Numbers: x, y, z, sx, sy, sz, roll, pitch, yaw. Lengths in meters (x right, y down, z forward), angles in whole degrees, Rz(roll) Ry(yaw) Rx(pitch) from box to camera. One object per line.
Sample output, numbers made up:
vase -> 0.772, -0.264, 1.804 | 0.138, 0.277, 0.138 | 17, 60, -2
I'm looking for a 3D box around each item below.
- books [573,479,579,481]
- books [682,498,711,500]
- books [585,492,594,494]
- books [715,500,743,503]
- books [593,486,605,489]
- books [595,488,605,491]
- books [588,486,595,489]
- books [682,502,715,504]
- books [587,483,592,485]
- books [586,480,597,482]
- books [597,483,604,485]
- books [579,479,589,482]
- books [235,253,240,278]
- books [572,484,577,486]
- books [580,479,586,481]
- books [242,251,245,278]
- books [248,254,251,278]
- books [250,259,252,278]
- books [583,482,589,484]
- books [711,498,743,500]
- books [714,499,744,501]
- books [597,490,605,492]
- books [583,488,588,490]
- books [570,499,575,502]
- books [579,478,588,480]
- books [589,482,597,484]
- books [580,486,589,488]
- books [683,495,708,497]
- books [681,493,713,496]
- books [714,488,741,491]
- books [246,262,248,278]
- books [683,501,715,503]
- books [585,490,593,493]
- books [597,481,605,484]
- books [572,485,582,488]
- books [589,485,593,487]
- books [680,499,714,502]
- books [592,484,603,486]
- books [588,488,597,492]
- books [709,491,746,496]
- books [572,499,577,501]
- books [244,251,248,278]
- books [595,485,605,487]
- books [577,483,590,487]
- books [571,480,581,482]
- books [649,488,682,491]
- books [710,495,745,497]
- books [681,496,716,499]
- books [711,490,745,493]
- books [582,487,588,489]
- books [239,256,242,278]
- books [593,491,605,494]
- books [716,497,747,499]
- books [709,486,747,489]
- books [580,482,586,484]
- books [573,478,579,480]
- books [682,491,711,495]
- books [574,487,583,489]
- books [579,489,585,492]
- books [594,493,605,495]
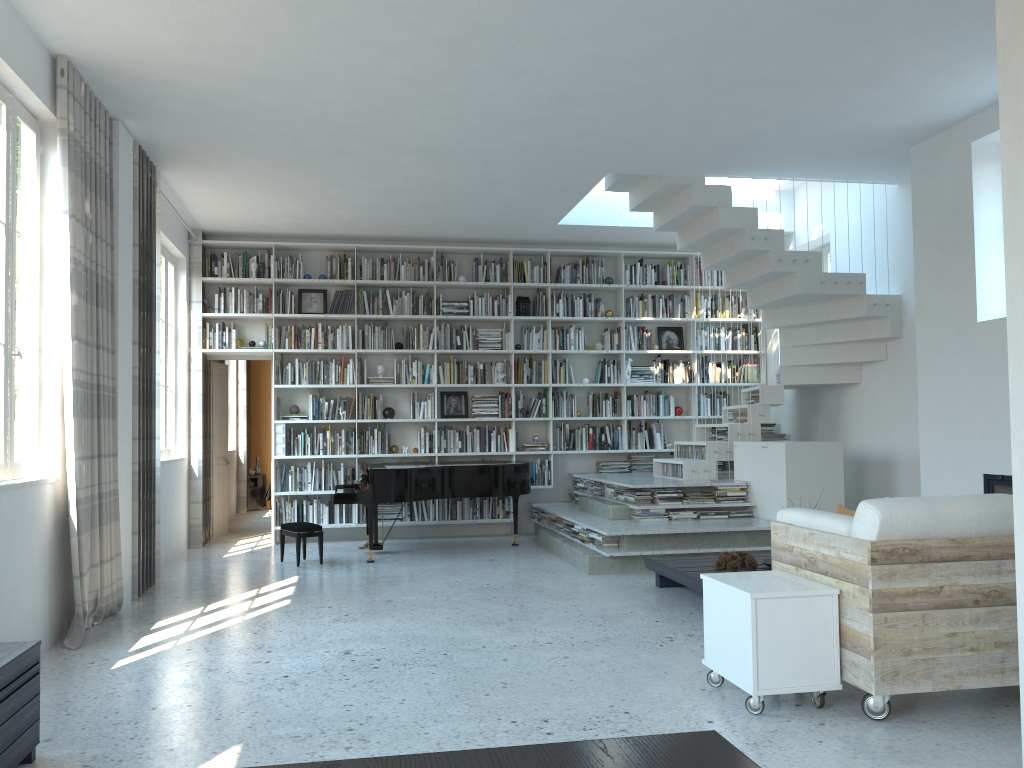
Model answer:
books -> 0.788, 1.065, 9.841 | 0.167, 0.008, 0.234 | 0, -3, -12
books -> 1.652, 1.029, 7.959 | 0.214, 0.015, 0.177 | 0, -3, -10
books -> 0.889, 1.133, 9.251 | 0.183, 0.012, 0.296 | 0, -3, -12
books -> 1.947, 1.055, 8.011 | 0.220, 0.011, 0.177 | 0, -3, -13
books -> 0.943, 1.046, 8.972 | 0.179, 0.017, 0.293 | 0, -3, -10
books -> 0.952, 1.063, 8.973 | 0.159, 0.018, 0.203 | 0, -3, -13
books -> 0.903, 1.083, 9.256 | 0.154, 0.018, 0.221 | 0, -3, -12
books -> 1.654, 1.059, 7.954 | 0.291, 0.007, 0.174 | 0, -3, -8
books -> 0.896, 1.044, 9.256 | 0.167, 0.008, 0.234 | 0, -3, -12
books -> 0.889, 1.010, 9.256 | 0.165, 0.015, 0.243 | 0, -3, -16
books -> 0.964, 1.010, 8.977 | 0.128, 0.013, 0.296 | 0, -3, -13
books -> 0.842, 1.043, 9.556 | 0.163, 0.018, 0.290 | 0, -3, -12
books -> -2.880, -1.220, 9.309 | 0.039, 0.282, 0.181 | 0, -3, -11
books -> 0.784, 1.117, 9.838 | 0.179, 0.012, 0.261 | 0, -3, -11
books -> 0.844, 1.031, 9.557 | 0.159, 0.007, 0.285 | 0, -3, -12
books -> -2.825, -1.231, 9.324 | 0.014, 0.304, 0.145 | 0, -2, -11
books -> -2.761, -1.216, 9.342 | 0.013, 0.275, 0.158 | 0, -3, -11
books -> -2.744, -1.192, 9.343 | 0.021, 0.226, 0.156 | 0, -3, -11
books -> 0.844, 1.058, 9.555 | 0.143, 0.012, 0.264 | 0, -3, -6
books -> 1.944, 1.034, 8.027 | 0.262, 0.016, 0.132 | 0, -3, -16
books -> 1.945, 1.046, 8.020 | 0.259, 0.009, 0.152 | 0, -3, -14
books -> 0.964, 1.080, 8.974 | 0.138, 0.017, 0.237 | 0, -3, -12
books -> 0.857, 1.128, 9.555 | 0.131, 0.021, 0.240 | 0, -3, -9
books -> 0.750, 1.297, 9.860 | 0.163, 0.019, 0.187 | 0, -3, -12
books -> 0.833, 1.017, 9.555 | 0.171, 0.020, 0.193 | 0, -3, -16
books -> 0.902, 1.035, 9.257 | 0.160, 0.010, 0.179 | 0, -3, -11
books -> 0.841, 1.105, 9.553 | 0.163, 0.008, 0.295 | 0, -3, -13
books -> 1.651, 1.002, 7.967 | 0.179, 0.010, 0.160 | 0, -3, -9
books -> 1.652, 0.990, 7.963 | 0.245, 0.013, 0.172 | 0, -3, -12
books -> 1.945, 0.949, 8.016 | 0.192, 0.024, 0.167 | 0, -3, -6
books -> -2.777, -1.173, 9.330 | 0.024, 0.187, 0.159 | 0, -3, -11
books -> 1.654, 1.053, 7.954 | 0.287, 0.005, 0.165 | 0, -3, -6
books -> 0.884, 1.121, 9.250 | 0.190, 0.012, 0.235 | 0, -3, -13
books -> 0.953, 0.989, 8.976 | 0.139, 0.028, 0.262 | 0, -3, -6
books -> 0.780, 1.132, 9.837 | 0.175, 0.017, 0.265 | 0, -3, -8
books -> 0.907, 1.067, 9.257 | 0.150, 0.013, 0.215 | 0, -3, -11
books -> 1.650, 1.044, 7.974 | 0.293, 0.014, 0.134 | 0, -3, -14
books -> 0.939, 1.021, 8.972 | 0.187, 0.009, 0.261 | 0, -3, -12
books -> 0.893, 1.103, 9.253 | 0.164, 0.023, 0.242 | 0, -3, -7
books -> 1.946, 0.988, 8.015 | 0.284, 0.030, 0.177 | 0, -3, -10
books -> 0.751, 1.285, 9.860 | 0.144, 0.005, 0.257 | 0, -3, -6
books -> -2.806, -1.236, 9.338 | 0.029, 0.314, 0.129 | 0, -2, -11
books -> 0.945, 1.031, 8.973 | 0.161, 0.012, 0.254 | 0, -3, -7
books -> 0.827, 1.086, 9.551 | 0.189, 0.030, 0.238 | 0, -3, -14
books -> 0.778, 1.076, 9.839 | 0.171, 0.015, 0.253 | 0, -3, -16
books -> 1.372, 0.942, 7.935 | 0.261, 0.016, 0.129 | 0, -3, -12
books -> 1.944, 1.011, 8.022 | 0.268, 0.014, 0.160 | 0, -3, -12
books -> 1.655, 1.013, 7.945 | 0.273, 0.014, 0.188 | 0, -3, -16
books -> 1.947, 0.967, 8.008 | 0.261, 0.012, 0.179 | 0, -3, -7
books -> 0.844, 1.113, 9.553 | 0.152, 0.009, 0.259 | 0, -3, -14
books -> -2.849, -1.207, 9.333 | 0.030, 0.257, 0.130 | 0, -2, -11
books -> 0.942, 1.096, 8.969 | 0.178, 0.014, 0.247 | 0, -3, -13
books -> 1.948, 1.021, 8.002 | 0.281, 0.008, 0.181 | 0, -3, -6
books -> 1.947, 0.930, 8.006 | 0.285, 0.013, 0.181 | 0, -3, -16
books -> 0.837, 1.068, 9.554 | 0.171, 0.007, 0.206 | 0, -3, -9
books -> 0.787, 1.055, 9.841 | 0.159, 0.011, 0.246 | 0, -3, -14
books -> 1.653, 0.978, 7.957 | 0.203, 0.011, 0.173 | 0, -3, -16
books -> 0.789, 1.149, 9.838 | 0.163, 0.017, 0.232 | 0, -3, -9
books -> 0.839, 1.147, 9.551 | 0.173, 0.017, 0.233 | 0, -3, -12
books -> 0.936, 1.108, 8.968 | 0.182, 0.011, 0.253 | 0, -3, -7
